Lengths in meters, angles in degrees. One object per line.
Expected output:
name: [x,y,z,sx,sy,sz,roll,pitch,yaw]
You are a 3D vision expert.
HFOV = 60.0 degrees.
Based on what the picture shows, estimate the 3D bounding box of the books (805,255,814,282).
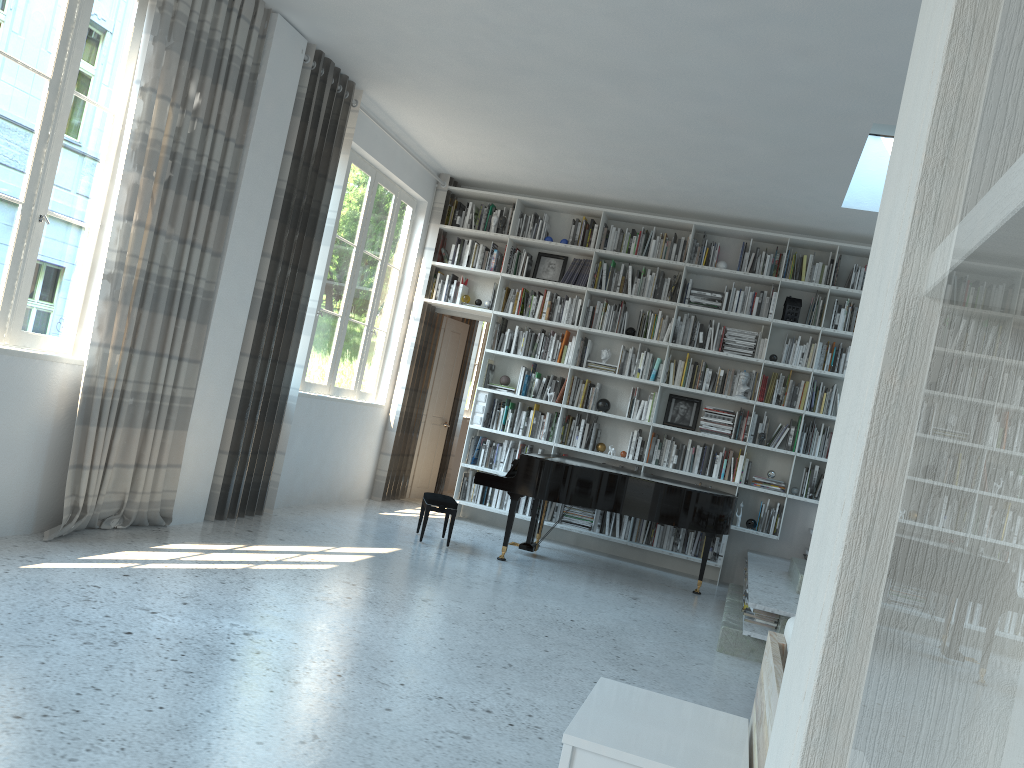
books: [2.644,-1.003,7.912,0.030,0.274,0.151,12,-1,15]

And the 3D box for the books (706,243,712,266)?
books: [1.809,-1.159,8.143,0.014,0.248,0.139,12,-1,15]

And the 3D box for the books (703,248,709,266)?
books: [1.778,-1.139,8.142,0.023,0.195,0.172,12,-1,15]

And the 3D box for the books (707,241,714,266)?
books: [1.821,-1.165,8.133,0.013,0.264,0.147,12,-1,15]

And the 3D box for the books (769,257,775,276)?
books: [2.339,-1.029,8.000,0.014,0.204,0.135,12,-1,15]

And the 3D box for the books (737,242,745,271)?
books: [2.077,-1.128,8.052,0.014,0.292,0.176,12,-1,15]

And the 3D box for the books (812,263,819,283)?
books: [2.688,-0.957,7.877,0.024,0.201,0.180,12,-1,15]

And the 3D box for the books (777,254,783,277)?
books: [2.404,-1.034,7.970,0.014,0.238,0.153,12,-1,15]

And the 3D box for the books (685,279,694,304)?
books: [1.625,-0.823,8.139,0.021,0.249,0.191,12,-1,15]

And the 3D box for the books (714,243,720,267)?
books: [1.872,-1.151,8.115,0.011,0.256,0.143,12,-1,15]

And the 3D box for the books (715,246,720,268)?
books: [1.882,-1.138,8.132,0.004,0.235,0.137,12,-1,15]

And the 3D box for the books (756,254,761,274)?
books: [2.222,-1.053,8.010,0.033,0.203,0.166,12,-1,15]

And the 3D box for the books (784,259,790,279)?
books: [2.465,-1.003,7.964,0.016,0.204,0.143,12,-1,15]

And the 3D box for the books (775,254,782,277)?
books: [2.393,-1.038,7.982,0.014,0.244,0.145,12,-1,15]

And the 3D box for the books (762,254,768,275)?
books: [2.276,-1.049,7.996,0.012,0.217,0.179,12,-1,15]

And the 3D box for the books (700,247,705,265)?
books: [1.757,-1.148,8.163,0.011,0.205,0.145,12,-1,15]

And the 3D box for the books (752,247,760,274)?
books: [2.205,-1.090,8.037,0.028,0.270,0.140,12,-1,15]

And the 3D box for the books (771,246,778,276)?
books: [2.361,-1.078,7.991,0.012,0.308,0.138,12,-1,15]

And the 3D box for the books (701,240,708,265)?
books: [1.766,-1.177,8.135,0.011,0.265,0.163,12,-1,15]

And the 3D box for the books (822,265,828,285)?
books: [2.764,-0.938,7.865,0.022,0.194,0.182,12,-1,15]

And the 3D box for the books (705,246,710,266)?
books: [1.801,-1.153,8.158,0.006,0.233,0.136,12,-1,15]

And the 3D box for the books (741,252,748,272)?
books: [2.114,-1.077,8.059,0.031,0.208,0.147,12,-1,15]

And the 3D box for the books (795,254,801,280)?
books: [2.552,-1.015,7.930,0.008,0.262,0.142,12,-1,15]

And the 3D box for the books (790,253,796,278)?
books: [2.504,-1.024,7.933,0.006,0.259,0.166,12,-1,15]

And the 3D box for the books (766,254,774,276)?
books: [2.325,-1.047,8.011,0.026,0.233,0.137,12,-1,15]

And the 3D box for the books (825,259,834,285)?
books: [2.802,-0.960,7.841,0.029,0.253,0.186,12,-1,15]

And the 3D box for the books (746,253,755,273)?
books: [2.157,-1.070,8.030,0.050,0.211,0.173,12,-1,15]

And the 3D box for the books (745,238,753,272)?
books: [2.141,-1.135,8.034,0.010,0.331,0.186,12,-1,15]

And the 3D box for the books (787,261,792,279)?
books: [2.483,-0.994,7.948,0.015,0.192,0.160,12,-1,15]

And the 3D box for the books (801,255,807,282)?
books: [2.597,-1.003,7.903,0.054,0.254,0.191,12,-1,15]

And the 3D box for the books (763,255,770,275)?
books: [2.287,-1.040,7.975,0.023,0.202,0.193,12,-1,15]

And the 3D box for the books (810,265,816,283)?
books: [2.663,-0.951,7.882,0.022,0.180,0.173,12,-1,15]

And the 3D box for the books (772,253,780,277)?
books: [2.371,-1.043,7.977,0.028,0.244,0.161,12,-1,15]

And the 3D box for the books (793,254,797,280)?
books: [2.529,-1.020,7.928,0.034,0.261,0.157,12,-1,15]

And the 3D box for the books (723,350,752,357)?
books: [2.039,-0.269,8.012,0.254,0.012,0.161,11,-2,18]

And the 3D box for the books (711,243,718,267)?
books: [1.855,-1.151,8.137,0.013,0.249,0.148,12,-1,15]

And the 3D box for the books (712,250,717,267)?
books: [1.856,-1.118,8.124,0.010,0.186,0.152,12,-1,15]

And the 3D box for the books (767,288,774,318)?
books: [2.325,-0.705,7.983,0.010,0.299,0.133,12,-1,15]

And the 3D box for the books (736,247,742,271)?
books: [2.064,-1.106,8.072,0.012,0.245,0.151,12,-1,15]

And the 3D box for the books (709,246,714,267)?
books: [1.829,-1.141,8.125,0.016,0.219,0.144,12,-1,15]

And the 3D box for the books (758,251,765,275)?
books: [2.253,-1.063,8.007,0.023,0.236,0.154,12,-1,15]

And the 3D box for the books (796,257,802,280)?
books: [2.555,-1.001,7.910,0.015,0.233,0.171,12,-1,15]

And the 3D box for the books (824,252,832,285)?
books: [2.798,-0.999,7.878,0.012,0.329,0.128,12,-1,15]

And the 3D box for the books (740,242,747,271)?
books: [2.101,-1.125,8.054,0.011,0.296,0.157,12,-1,15]

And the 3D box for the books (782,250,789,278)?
books: [2.452,-1.047,7.967,0.012,0.285,0.159,12,-1,15]

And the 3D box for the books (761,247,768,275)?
books: [2.269,-1.078,7.989,0.010,0.270,0.180,12,-1,15]

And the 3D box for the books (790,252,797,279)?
books: [2.515,-1.032,7.943,0.007,0.279,0.150,12,-1,15]

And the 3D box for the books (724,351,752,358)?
books: [2.036,-0.257,8.010,0.254,0.012,0.161,12,-2,11]

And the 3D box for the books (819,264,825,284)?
books: [2.744,-0.946,7.878,0.025,0.203,0.162,12,-1,15]

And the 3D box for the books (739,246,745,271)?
books: [2.090,-1.112,8.065,0.011,0.267,0.129,12,-1,15]

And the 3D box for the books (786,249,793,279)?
books: [2.481,-1.048,7.945,0.007,0.298,0.181,12,-1,15]

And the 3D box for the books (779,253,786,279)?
books: [2.424,-1.039,7.972,0.022,0.257,0.137,12,-1,15]

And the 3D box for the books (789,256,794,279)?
books: [2.492,-1.017,7.921,0.007,0.239,0.191,12,-1,15]

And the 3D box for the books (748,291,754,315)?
books: [2.163,-0.708,8.020,0.011,0.239,0.139,12,-1,15]

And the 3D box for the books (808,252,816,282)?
books: [2.661,-1.012,7.890,0.010,0.297,0.167,12,-1,15]

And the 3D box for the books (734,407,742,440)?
books: [2.036,0.361,7.988,0.011,0.299,0.130,12,-1,15]

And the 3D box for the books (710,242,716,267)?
books: [1.842,-1.157,8.121,0.005,0.255,0.168,12,-1,15]

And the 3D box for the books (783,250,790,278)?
books: [2.456,-1.044,7.947,0.008,0.278,0.170,12,-1,15]

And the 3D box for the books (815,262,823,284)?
books: [2.714,-0.958,7.866,0.031,0.213,0.169,12,-1,15]
